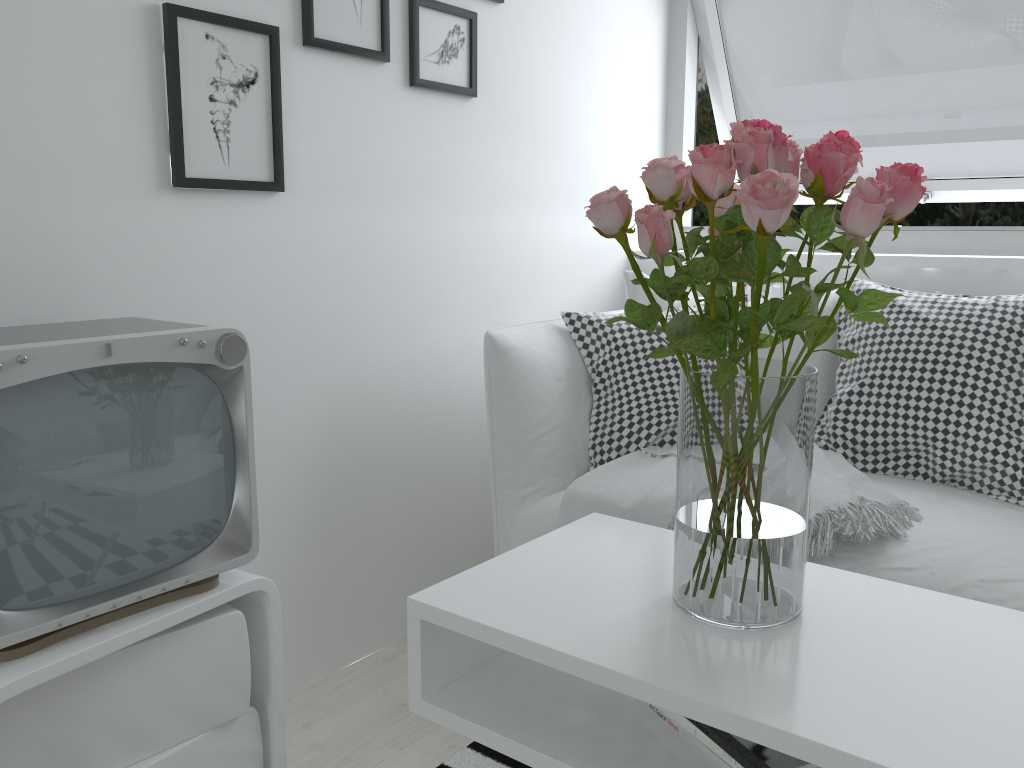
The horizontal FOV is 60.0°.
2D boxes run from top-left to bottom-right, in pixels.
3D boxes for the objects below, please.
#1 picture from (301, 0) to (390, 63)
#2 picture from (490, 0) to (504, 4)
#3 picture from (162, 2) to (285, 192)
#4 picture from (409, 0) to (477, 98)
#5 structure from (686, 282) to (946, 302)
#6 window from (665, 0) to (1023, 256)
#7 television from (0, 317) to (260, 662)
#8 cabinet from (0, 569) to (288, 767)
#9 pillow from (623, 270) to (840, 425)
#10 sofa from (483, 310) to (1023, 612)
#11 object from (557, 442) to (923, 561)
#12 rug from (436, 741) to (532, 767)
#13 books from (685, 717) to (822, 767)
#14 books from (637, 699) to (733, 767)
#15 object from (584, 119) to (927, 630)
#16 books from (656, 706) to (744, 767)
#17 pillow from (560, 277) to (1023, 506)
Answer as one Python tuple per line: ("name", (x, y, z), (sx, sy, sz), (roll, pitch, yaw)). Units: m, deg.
("picture", (-0.336, -0.815, 1.807), (0.018, 0.274, 0.225), (8, 12, 37))
("picture", (-0.112, -1.052, 2.056), (0.019, 0.266, 0.290), (8, 12, 37))
("picture", (-0.519, -0.511, 1.621), (0.019, 0.306, 0.232), (8, 12, 37))
("picture", (-0.156, -0.775, 2.049), (0.017, 0.194, 0.218), (8, 12, 37))
("structure", (1.106, 0.078, 2.347), (1.655, 0.660, 0.206), (8, 12, 37))
("window", (0.374, -1.498, 5.448), (12.055, 8.137, 4.514), (8, 12, 37))
("television", (-0.596, 0.117, 1.200), (0.273, 0.374, 0.414), (8, 12, 37))
("cabinet", (-0.628, 0.532, 1.291), (0.350, 0.477, 0.467), (6, 12, 31))
("pillow", (0.578, -0.042, 2.276), (0.617, 0.491, 0.321), (2, 10, 12))
("sofa", (1.194, 0.338, 1.591), (2.647, 0.768, 0.917), (8, 12, 37))
("object", (0.576, 0.264, 1.924), (0.670, 0.291, 0.831), (7, 12, 36))
("rug", (0.022, 0.937, 0.373), (1.846, 0.004, 4.362), (8, 12, 37))
("books", (0.310, 0.394, 1.096), (0.207, 0.012, 0.257), (-4, 11, -24))
("books", (0.304, 0.421, 1.095), (0.191, 0.014, 0.259), (-4, 11, -25))
("object", (0.276, -0.009, 1.059), (0.327, 0.599, 0.350), (-6, 12, -31))
("books", (0.303, 0.407, 1.097), (0.191, 0.014, 0.254), (-5, 11, -27))
("pillow", (1.219, 0.073, 1.576), (2.488, 0.513, 0.676), (8, 13, 39))
